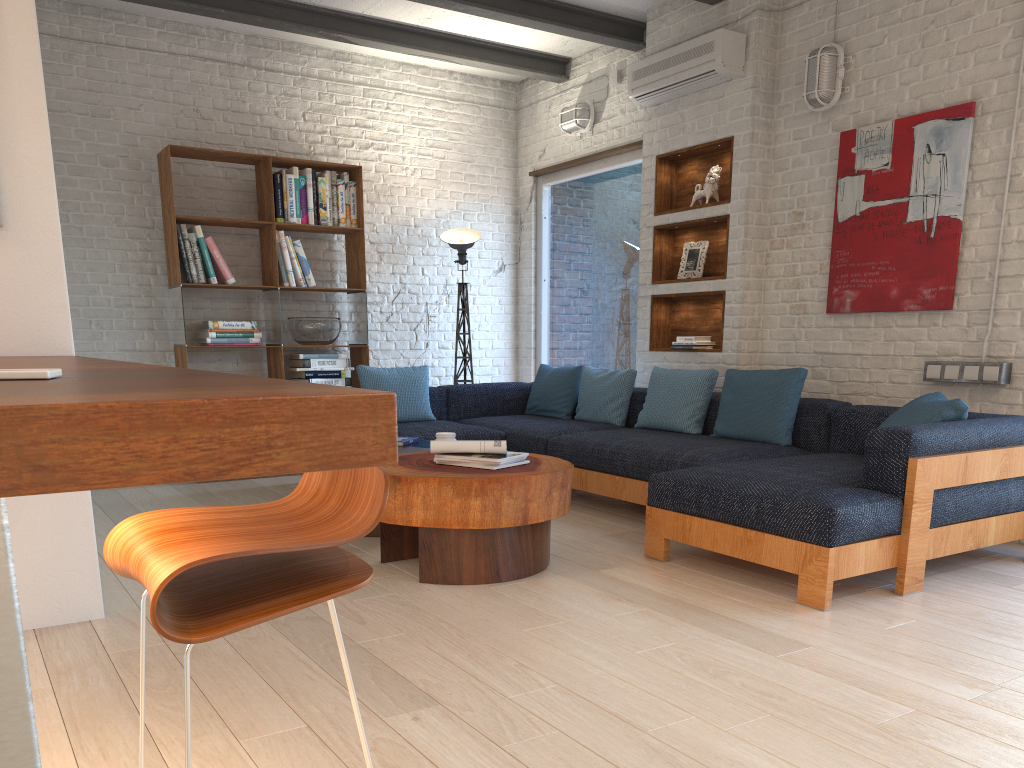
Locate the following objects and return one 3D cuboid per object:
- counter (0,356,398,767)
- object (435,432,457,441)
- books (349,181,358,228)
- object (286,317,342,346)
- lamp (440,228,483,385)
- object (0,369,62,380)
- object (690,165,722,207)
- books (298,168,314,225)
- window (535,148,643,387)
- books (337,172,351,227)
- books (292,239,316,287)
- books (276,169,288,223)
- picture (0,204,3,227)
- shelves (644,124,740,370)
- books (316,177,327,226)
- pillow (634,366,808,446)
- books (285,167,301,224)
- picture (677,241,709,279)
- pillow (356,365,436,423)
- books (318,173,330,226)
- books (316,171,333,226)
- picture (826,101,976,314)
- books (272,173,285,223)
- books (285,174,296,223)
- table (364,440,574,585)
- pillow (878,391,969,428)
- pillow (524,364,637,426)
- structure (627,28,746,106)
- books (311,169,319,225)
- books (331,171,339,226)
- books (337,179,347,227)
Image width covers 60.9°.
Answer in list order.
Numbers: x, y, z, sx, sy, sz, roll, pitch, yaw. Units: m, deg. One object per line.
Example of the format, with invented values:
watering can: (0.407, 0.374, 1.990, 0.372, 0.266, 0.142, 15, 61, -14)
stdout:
counter: (-1.495, 0.446, 1.551, 1.672, 0.946, 2.451, -3, 5, -33)
object: (-0.329, 0.298, 4.334, 0.108, 0.111, 0.105, -2, 8, -16)
books: (-1.221, -1.307, 6.448, 0.055, 0.340, 0.249, -8, 12, -33)
object: (-1.470, -0.390, 6.496, 0.403, 0.207, 0.390, 1, 5, 9)
lamp: (-0.161, -0.291, 6.897, 0.862, 1.902, 0.492, 6, 14, 29)
object: (-0.763, -0.019, 1.053, 0.393, 0.036, 0.194, -2, 4, -28)
object: (1.230, -1.244, 5.504, 0.111, 0.250, 0.211, -5, 10, -25)
books: (-1.486, -1.324, 6.246, 0.036, 0.395, 0.238, -8, 13, -33)
window: (3.737, -2.364, 2.075, 0.640, 6.591, 12.106, -8, 9, -33)
books: (-1.253, -1.332, 6.402, 0.036, 0.395, 0.238, -8, 13, -33)
books: (-1.546, -0.863, 6.318, 0.156, 0.339, 0.249, -7, 12, -32)
books: (-1.648, -1.307, 6.171, 0.020, 0.370, 0.266, -8, 12, -33)
picture: (-1.864, -0.991, 2.434, 0.649, 1.047, 0.019, -6, 14, -31)
shelves: (1.209, -0.826, 5.640, 0.190, 1.471, 0.751, -8, 13, -33)
books: (-1.413, -1.299, 6.292, 0.055, 0.340, 0.249, -8, 12, -33)
pillow: (1.179, 0.102, 5.069, 0.252, 0.429, 1.189, -7, 7, -33)
books: (-1.568, -1.322, 6.202, 0.036, 0.395, 0.238, -8, 13, -33)
picture: (1.191, -0.806, 5.692, 0.101, 0.252, 0.190, -10, 14, -41)
pillow: (-0.793, 0.071, 5.996, 0.551, 0.421, 0.218, -4, 11, -32)
books: (-1.388, -1.315, 6.321, 0.020, 0.370, 0.266, -8, 12, -33)
books: (-1.371, -1.329, 6.345, 0.036, 0.395, 0.238, -8, 13, -33)
picture: (1.987, -0.867, 4.532, 0.019, 0.989, 0.728, -8, 12, -33)
books: (-1.681, -1.292, 6.155, 0.055, 0.340, 0.249, -8, 12, -33)
books: (-1.605, -1.293, 6.180, 0.055, 0.340, 0.249, -8, 12, -33)
table: (-0.494, 0.553, 4.214, 1.070, 0.459, 1.793, -2, 4, -27)
pillow: (1.813, 0.211, 3.922, 0.376, 0.337, 0.550, 2, 6, 18)
pillow: (0.464, 0.070, 6.190, 0.241, 0.410, 1.087, -7, 7, -34)
structure: (1.039, -1.905, 5.296, 0.198, 0.226, 0.800, -6, 6, -33)
books: (-1.460, -1.326, 6.274, 0.036, 0.395, 0.238, -8, 13, -33)
books: (-1.332, -1.330, 6.353, 0.036, 0.395, 0.238, -8, 13, -33)
books: (-1.290, -1.303, 6.379, 0.055, 0.340, 0.249, -8, 12, -33)
